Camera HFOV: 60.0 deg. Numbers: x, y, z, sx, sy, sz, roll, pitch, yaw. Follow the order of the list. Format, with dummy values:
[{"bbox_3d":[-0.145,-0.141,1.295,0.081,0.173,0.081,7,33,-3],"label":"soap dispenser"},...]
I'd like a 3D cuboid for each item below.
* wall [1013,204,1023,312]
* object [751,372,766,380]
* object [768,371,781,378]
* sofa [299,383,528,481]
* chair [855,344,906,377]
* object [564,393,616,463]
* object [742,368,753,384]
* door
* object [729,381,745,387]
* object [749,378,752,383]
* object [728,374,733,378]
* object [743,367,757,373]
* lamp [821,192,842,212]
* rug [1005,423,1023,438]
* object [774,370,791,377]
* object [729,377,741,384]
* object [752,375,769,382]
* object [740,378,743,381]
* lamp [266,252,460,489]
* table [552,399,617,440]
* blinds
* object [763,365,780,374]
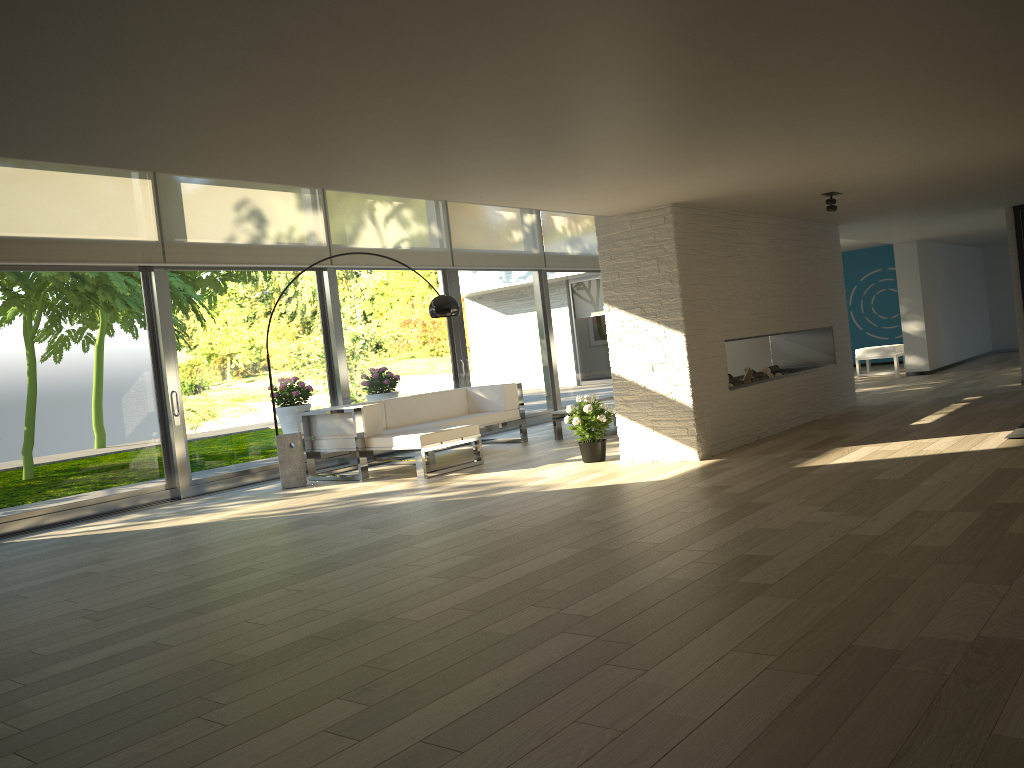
[{"bbox_3d":[5.916,-0.994,9.371,0.919,1.947,0.108,-5,1,39],"label":"wall"},{"bbox_3d":[2.335,-0.078,8.422,0.064,0.060,0.229,-5,2,40],"label":"object"},{"bbox_3d":[2.620,-0.082,8.840,0.076,0.076,0.236,-5,2,38],"label":"object"},{"bbox_3d":[-0.673,0.422,8.794,1.544,0.654,2.406,-5,2,39],"label":"sofa"},{"bbox_3d":[5.843,-0.372,14.013,0.611,0.442,0.611,-5,2,39],"label":"chair"},{"bbox_3d":[0.665,0.364,7.370,0.431,0.571,0.404,-7,2,-29],"label":"object"},{"bbox_3d":[2.187,-0.061,8.282,0.064,0.165,0.226,-5,2,38],"label":"object"},{"bbox_3d":[1.182,-0.576,11.636,19.429,2.373,22.968,-5,2,39],"label":"door"},{"bbox_3d":[1.999,0.017,7.937,0.082,0.073,0.237,-5,2,38],"label":"object"},{"bbox_3d":[2.286,-0.031,8.422,0.076,0.076,0.236,-5,2,38],"label":"object"},{"bbox_3d":[1.904,-0.041,8.013,0.093,0.088,0.260,-5,2,38],"label":"object"},{"bbox_3d":[2.322,-0.087,8.533,0.093,0.170,0.272,-5,2,37],"label":"object"},{"bbox_3d":[2.565,-1.454,7.128,0.135,0.153,0.234,-5,2,39],"label":"lamp"},{"bbox_3d":[4.378,0.244,6.554,0.978,0.011,2.000,-5,2,39],"label":"rug"},{"bbox_3d":[2.688,-0.088,8.798,0.082,0.073,0.237,-5,2,38],"label":"object"},{"bbox_3d":[1.980,-0.024,7.979,0.064,0.060,0.229,-5,2,40],"label":"object"},{"bbox_3d":[2.353,-0.037,8.380,0.082,0.073,0.237,-5,2,38],"label":"object"},{"bbox_3d":[2.237,-0.027,8.478,0.075,0.074,0.246,-5,2,38],"label":"object"},{"bbox_3d":[-1.291,-0.178,7.946,1.754,2.023,0.282,-7,1,-8],"label":"lamp"},{"bbox_3d":[1.293,0.350,9.552,1.219,0.305,1.221,-5,2,39],"label":"table"},{"bbox_3d":[-0.772,-1.876,10.683,0.056,0.983,11.539,-6,2,39],"label":"blinds"},{"bbox_3d":[2.593,-0.144,8.868,0.082,0.073,0.237,-5,2,38],"label":"object"}]
